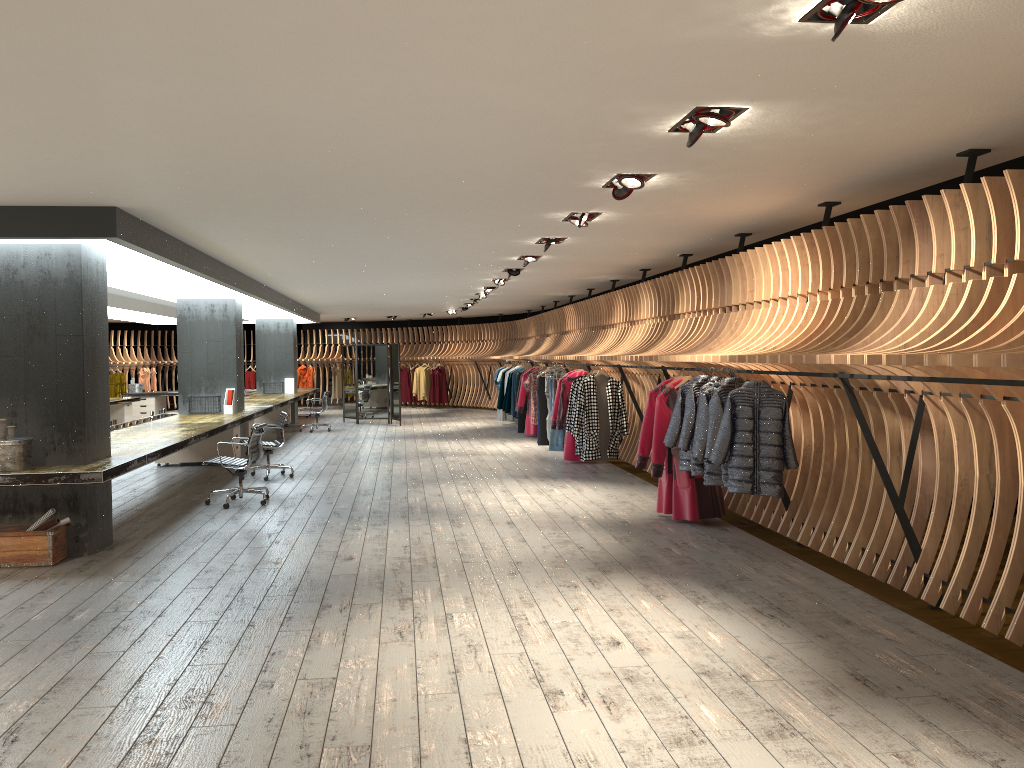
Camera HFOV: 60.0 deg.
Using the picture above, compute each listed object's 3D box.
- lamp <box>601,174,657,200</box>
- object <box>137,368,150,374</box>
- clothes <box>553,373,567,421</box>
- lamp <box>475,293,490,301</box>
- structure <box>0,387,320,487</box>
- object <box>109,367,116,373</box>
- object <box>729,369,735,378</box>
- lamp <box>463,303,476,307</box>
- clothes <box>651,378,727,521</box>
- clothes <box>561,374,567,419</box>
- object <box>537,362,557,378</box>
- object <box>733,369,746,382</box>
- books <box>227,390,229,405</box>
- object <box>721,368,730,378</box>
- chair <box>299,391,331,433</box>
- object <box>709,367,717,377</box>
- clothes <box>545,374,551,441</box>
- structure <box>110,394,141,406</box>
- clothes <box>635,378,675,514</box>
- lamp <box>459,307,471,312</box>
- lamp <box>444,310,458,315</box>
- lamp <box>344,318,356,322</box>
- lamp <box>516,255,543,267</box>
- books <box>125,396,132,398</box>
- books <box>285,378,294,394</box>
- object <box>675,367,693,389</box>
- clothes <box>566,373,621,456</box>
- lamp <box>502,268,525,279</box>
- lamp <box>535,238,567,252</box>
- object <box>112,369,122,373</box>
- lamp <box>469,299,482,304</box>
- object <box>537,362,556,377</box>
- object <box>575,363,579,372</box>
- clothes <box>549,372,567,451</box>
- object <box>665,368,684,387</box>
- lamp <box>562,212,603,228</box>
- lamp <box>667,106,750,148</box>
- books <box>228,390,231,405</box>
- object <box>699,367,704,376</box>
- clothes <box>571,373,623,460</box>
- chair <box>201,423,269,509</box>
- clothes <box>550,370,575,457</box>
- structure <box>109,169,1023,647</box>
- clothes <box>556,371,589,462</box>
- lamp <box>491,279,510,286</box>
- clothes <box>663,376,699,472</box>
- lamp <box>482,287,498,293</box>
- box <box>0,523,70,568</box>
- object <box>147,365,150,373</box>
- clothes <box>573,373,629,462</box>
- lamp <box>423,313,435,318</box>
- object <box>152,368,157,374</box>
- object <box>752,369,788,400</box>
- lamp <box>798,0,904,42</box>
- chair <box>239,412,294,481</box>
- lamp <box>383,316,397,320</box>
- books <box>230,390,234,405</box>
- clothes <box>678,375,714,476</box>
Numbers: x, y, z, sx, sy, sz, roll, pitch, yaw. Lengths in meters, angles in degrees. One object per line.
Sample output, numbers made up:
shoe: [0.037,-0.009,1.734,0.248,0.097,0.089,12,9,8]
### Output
lamp: [0.807,-1.444,6.161,0.269,0.302,0.493,-1,2,-7]
object: [-11.129,-0.433,26.771,0.525,0.270,0.012,0,1,28]
clothes: [0.807,0.211,14.319,0.278,0.767,0.263,-1,1,0]
lamp: [-0.579,-1.782,17.238,0.269,0.301,0.493,-1,2,-7]
structure: [-6.559,0.769,15.025,4.836,0.844,18.481,-1,2,-7]
object: [-11.798,-0.397,26.081,0.525,0.270,0.012,0,1,23]
object: [1.739,-0.010,7.044,0.440,0.226,0.010,0,1,18]
lamp: [-0.974,-1.882,20.403,0.269,0.294,0.493,-1,2,-7]
clothes: [1.689,0.605,8.134,0.840,1.316,0.318,-1,1,0]
clothes: [0.951,0.207,14.162,0.336,0.776,0.255,-1,1,8]
object: [0.698,-0.245,15.443,0.525,0.270,0.012,-1,1,-7]
object: [1.784,0.000,6.929,0.438,0.244,0.010,-1,1,-7]
books: [-4.385,0.272,13.742,0.048,0.368,0.215,-1,1,-7]
object: [1.750,-0.013,7.204,0.438,0.242,0.016,0,1,18]
chair: [-4.256,0.593,19.133,0.667,0.859,0.693,-1,1,-11]
object: [1.698,-0.028,7.496,0.440,0.226,0.010,-1,1,-17]
clothes: [0.702,0.397,15.146,0.278,1.141,0.172,-1,1,0]
structure: [-8.408,0.798,15.010,1.162,0.844,10.455,-1,2,-7]
clothes: [1.584,0.593,8.402,0.839,1.312,0.321,0,1,22]
lamp: [-1.175,-1.932,21.985,0.269,0.291,0.493,-1,2,-11]
lamp: [-1.579,-1.978,23.525,0.269,0.287,0.493,-2,2,-27]
lamp: [-4.888,-2.031,26.792,0.492,0.292,0.269,0,2,25]
lamp: [0.213,-1.592,10.908,0.269,0.294,0.493,-1,2,-7]
books: [-8.682,0.293,20.018,0.155,0.025,0.110,-1,2,-12]
books: [-5.317,0.049,21.180,0.215,0.368,0.073,-1,1,-7]
object: [1.633,-0.012,8.139,0.523,0.290,0.015,-1,1,3]
clothes: [1.107,0.423,12.128,0.773,1.160,0.191,-1,1,13]
lamp: [0.015,-1.642,12.491,0.269,0.291,0.493,-1,2,-7]
lamp: [0.411,-1.543,9.326,0.269,0.295,0.493,-1,2,-7]
object: [-11.683,-0.403,26.223,0.525,0.270,0.012,0,1,23]
lamp: [-0.777,-1.838,18.820,0.269,0.286,0.493,-1,2,-7]
object: [0.663,-0.252,15.654,0.525,0.270,0.012,0,1,33]
object: [0.992,-0.174,13.187,0.525,0.270,0.012,-1,1,13]
clothes: [0.772,0.550,14.610,0.373,1.536,0.312,-1,1,4]
object: [1.592,-0.031,8.410,0.525,0.270,0.012,0,1,23]
lamp: [0.609,-1.496,7.744,0.269,0.294,0.493,-1,2,-7]
lamp: [1.005,-1.397,4.579,0.269,0.298,0.493,-1,2,-7]
books: [-4.363,0.272,13.744,0.048,0.368,0.215,-1,1,-7]
object: [1.667,-0.035,7.730,0.440,0.226,0.010,1,2,43]
clothes: [1.157,0.432,11.840,0.773,1.160,0.191,-1,1,-7]
chair: [-3.024,0.880,9.713,0.667,0.859,0.693,-1,1,-11]
clothes: [0.987,0.450,13.176,0.839,1.312,0.321,-1,1,12]
structure: [-5.417,0.015,11.054,14.882,2.439,36.566,-1,2,-7]
clothes: [1.024,0.459,12.890,0.839,1.312,0.321,0,1,22]
lamp: [-0.183,-1.694,14.073,0.269,0.284,0.493,-1,2,-7]
clothes: [1.640,0.357,7.736,0.745,0.854,0.166,0,1,38]
lamp: [-0.381,-1.737,15.656,0.269,0.296,0.493,-1,2,-7]
box: [-3.882,1.273,6.961,0.665,0.282,0.342,-1,1,-7]
object: [-11.040,-0.437,26.850,0.012,0.270,0.525,-2,2,-37]
clothes: [1.172,0.439,11.616,0.773,1.160,0.191,-1,1,-17]
lamp: [-2.376,-2.008,24.898,0.269,0.292,0.493,-2,2,-39]
object: [-10.904,-0.442,26.942,0.012,0.270,0.525,-2,2,-42]
object: [1.816,0.005,6.564,0.440,0.226,0.010,0,1,33]
lamp: [1.203,-1.350,2.996,0.269,0.295,0.493,-1,2,-7]
chair: [-3.289,0.817,11.774,0.668,0.859,0.693,-2,1,-31]
lamp: [-3.506,-2.026,26.012,0.492,0.294,0.269,0,2,38]
books: [-4.342,0.272,13.747,0.048,0.368,0.215,-1,1,-7]
clothes: [1.647,0.352,7.455,0.501,0.854,0.245,-1,1,-23]
